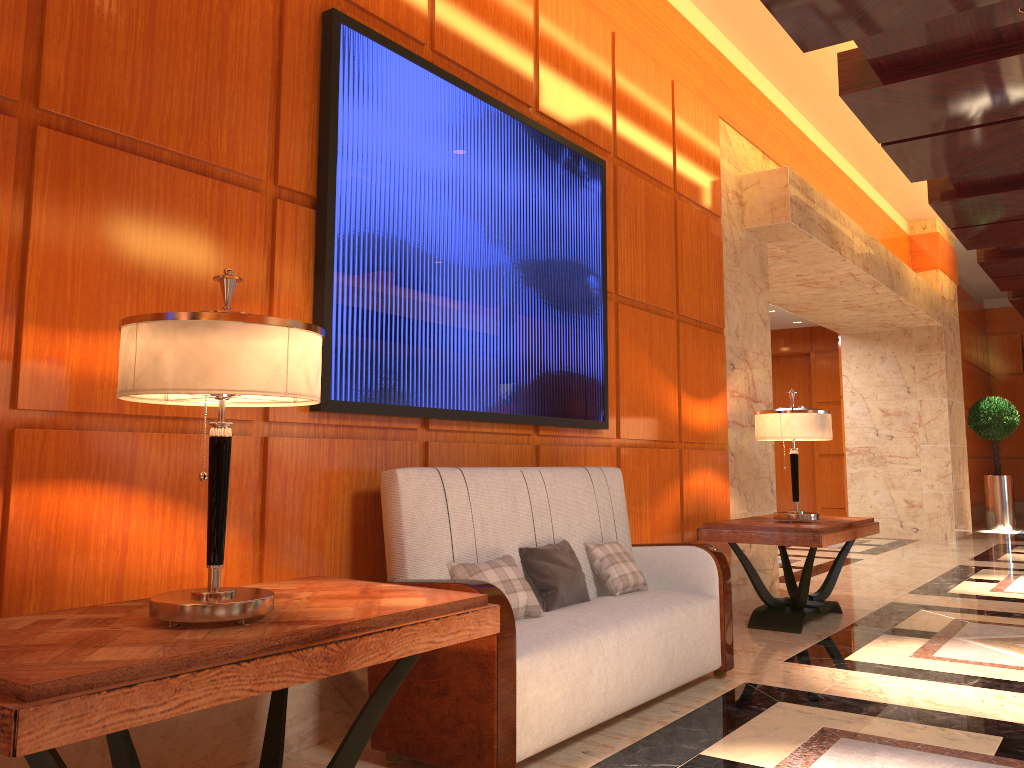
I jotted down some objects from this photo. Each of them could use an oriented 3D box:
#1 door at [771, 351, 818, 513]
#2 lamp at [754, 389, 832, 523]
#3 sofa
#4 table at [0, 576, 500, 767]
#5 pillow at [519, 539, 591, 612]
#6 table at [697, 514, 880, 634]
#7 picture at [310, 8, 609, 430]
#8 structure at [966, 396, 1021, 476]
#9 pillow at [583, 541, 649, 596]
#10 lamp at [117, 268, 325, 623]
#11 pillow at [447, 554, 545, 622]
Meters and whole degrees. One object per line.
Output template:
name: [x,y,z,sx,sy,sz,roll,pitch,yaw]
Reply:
door: [4.248,0.873,14.183,1.284,2.710,0.339,-5,-9,35]
lamp: [1.725,0.432,5.415,0.457,0.814,0.457,-6,-9,44]
sofa: [0.240,0.798,3.499,0.611,0.937,1.793,-5,-7,36]
table: [-0.693,0.842,2.055,0.724,0.609,1.266,-4,-7,35]
pillow: [0.172,0.762,3.528,0.160,0.254,0.356,-4,-7,32]
table: [1.745,1.151,5.474,0.724,0.609,1.266,-4,-7,35]
picture: [-0.092,-0.558,3.921,0.056,1.459,1.990,-5,-8,35]
structure: [7.162,1.019,13.128,0.721,1.721,0.718,-1,-7,13]
pillow: [0.459,0.807,3.868,0.202,0.231,0.272,-5,-8,38]
lamp: [-0.674,0.121,2.052,0.458,0.798,0.456,0,-7,-3]
pillow: [-0.056,0.737,3.159,0.194,0.228,0.343,-5,-8,40]
